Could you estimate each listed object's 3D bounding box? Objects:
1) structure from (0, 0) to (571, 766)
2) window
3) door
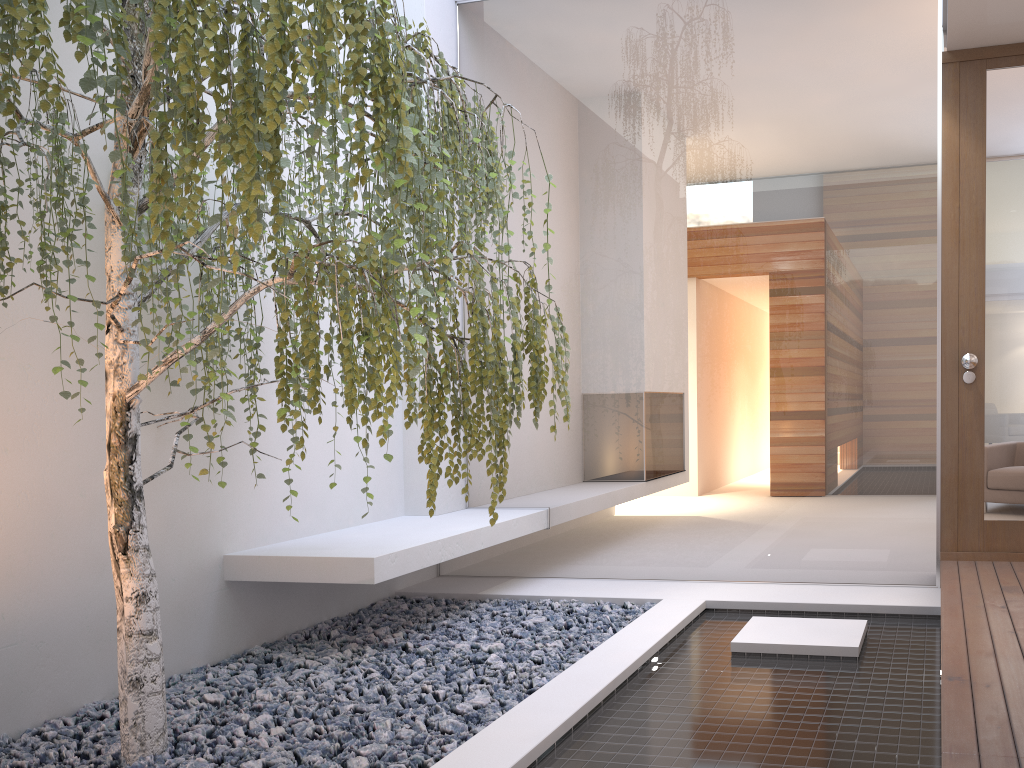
[{"bbox_3d":[-0.819,-0.919,2.298,1.667,4.003,2.565,-1,1,19],"label":"structure"},{"bbox_3d":[0.825,-0.555,4.414,2.653,3.266,0.053,-2,2,14],"label":"window"},{"bbox_3d":[2.582,-0.374,3.950,0.881,2.371,0.119,-2,2,14],"label":"door"}]
